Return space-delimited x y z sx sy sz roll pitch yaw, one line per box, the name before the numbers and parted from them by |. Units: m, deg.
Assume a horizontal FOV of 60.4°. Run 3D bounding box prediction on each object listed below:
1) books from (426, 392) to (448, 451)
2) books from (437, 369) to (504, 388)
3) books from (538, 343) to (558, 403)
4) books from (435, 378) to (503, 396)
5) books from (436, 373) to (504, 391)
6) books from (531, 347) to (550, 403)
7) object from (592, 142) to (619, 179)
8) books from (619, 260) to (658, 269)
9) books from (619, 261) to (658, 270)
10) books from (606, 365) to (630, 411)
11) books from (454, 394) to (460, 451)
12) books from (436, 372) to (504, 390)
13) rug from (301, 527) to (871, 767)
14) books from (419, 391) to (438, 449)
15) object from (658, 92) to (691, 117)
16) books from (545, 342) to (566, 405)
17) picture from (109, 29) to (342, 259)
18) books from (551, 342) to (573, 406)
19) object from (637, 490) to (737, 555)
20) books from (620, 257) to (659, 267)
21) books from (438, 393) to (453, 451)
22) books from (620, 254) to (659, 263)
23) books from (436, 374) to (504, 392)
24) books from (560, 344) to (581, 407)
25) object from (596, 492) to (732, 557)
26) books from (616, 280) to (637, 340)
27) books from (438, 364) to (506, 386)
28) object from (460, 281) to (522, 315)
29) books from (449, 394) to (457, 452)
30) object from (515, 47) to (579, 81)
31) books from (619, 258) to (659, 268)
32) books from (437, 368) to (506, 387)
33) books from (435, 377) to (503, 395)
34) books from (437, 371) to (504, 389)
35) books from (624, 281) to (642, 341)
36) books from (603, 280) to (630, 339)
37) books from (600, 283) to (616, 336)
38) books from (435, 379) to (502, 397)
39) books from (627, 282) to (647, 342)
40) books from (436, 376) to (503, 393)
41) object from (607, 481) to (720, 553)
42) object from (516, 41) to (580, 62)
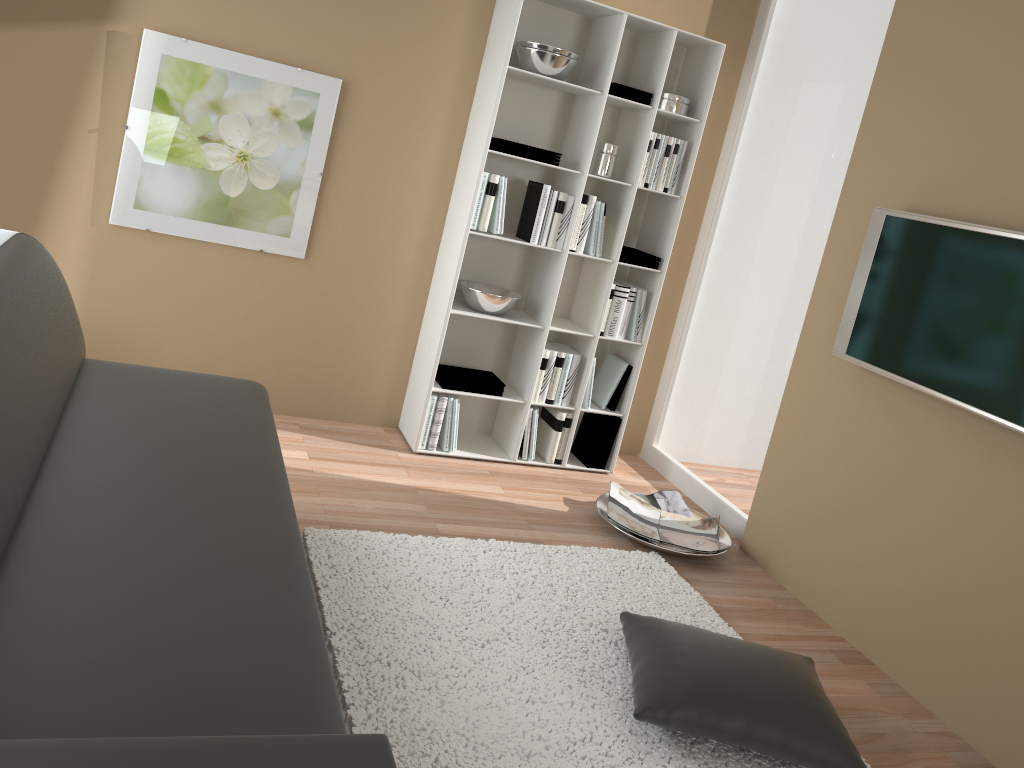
books | -0.369 0.151 4.117 0.040 0.254 0.213 11 10 -22
books | -0.206 -0.036 4.167 0.295 0.007 0.216 8 15 -22
books | 0.138 -0.063 4.265 0.040 0.254 0.213 11 10 -22
books | -0.215 0.002 4.169 0.295 0.006 0.216 8 15 -22
books | -0.208 -0.019 4.166 0.295 0.006 0.216 8 15 -22
books | 0.102 -0.066 4.243 0.040 0.254 0.213 11 10 -22
object | 0.441 -1.051 4.141 0.093 0.159 0.095 13 9 -8
books | 0.561 -0.617 4.345 0.209 0.006 0.305 8 15 -22
books | 0.559 -0.613 4.346 0.209 0.007 0.305 8 15 -22
books | 0.503 -0.009 4.438 0.043 0.234 0.216 11 10 -22
books | -0.288 0.157 4.163 0.057 0.254 0.213 11 10 -22
books | -0.208 -0.025 4.164 0.295 0.006 0.216 8 15 -20
rug | 0.258 0.901 2.294 1.439 0.044 2.081 8 15 -22
books | -0.414 0.143 4.105 0.040 0.254 0.213 11 10 -22
object | 0.757 -1.342 4.234 0.193 0.088 0.194 18 13 19
books | 0.177 -0.057 4.278 0.040 0.254 0.213 11 10 -22
picture | -1.213 -1.002 3.765 0.810 0.803 0.019 9 8 -22
books | 0.214 -0.052 4.294 0.040 0.254 0.213 11 10 -22
object | 0.677 0.594 3.779 0.340 0.095 0.513 8 14 -22
books | 0.563 -0.629 4.346 0.209 0.006 0.306 8 15 -23
books | -0.323 0.155 4.136 0.059 0.255 0.213 11 10 -22
books | 0.566 -0.644 4.341 0.209 0.006 0.305 8 15 -21
books | -0.209 -0.014 4.167 0.295 0.006 0.216 8 15 -22
books | 0.253 -0.046 4.309 0.040 0.254 0.213 11 10 -22
object | 0.632 0.612 3.736 0.583 0.062 0.599 -1 20 -46
books | 0.527 -0.371 4.350 0.040 0.254 0.213 11 10 -22
books | -0.199 -0.045 4.164 0.295 0.006 0.216 8 15 -22
object | -0.110 -0.395 4.142 0.305 0.105 0.299 22 15 32
books | -0.299 0.161 4.142 0.057 0.254 0.213 11 10 -22
object | 0.147 -1.442 4.007 0.305 0.105 0.299 22 15 32
books | 0.563 -0.623 4.345 0.209 0.006 0.305 8 15 -22
books | -0.201 -0.040 4.163 0.295 0.007 0.216 8 15 -22
books | -0.213 -0.004 4.168 0.295 0.006 0.216 8 15 -22
books | -0.207 -0.031 4.168 0.295 0.007 0.216 8 15 -22
books | 0.576 -0.363 4.365 0.059 0.255 0.213 11 10 -22
books | 0.476 -0.375 4.315 0.076 0.254 0.213 11 10 -22
books | 0.418 -0.384 4.296 0.040 0.254 0.213 11 10 -22
books | -0.216 0.007 4.168 0.295 0.007 0.216 8 15 -22
books | 0.600 -0.359 4.374 0.059 0.255 0.213 11 10 -22
books | -0.214 -0.010 4.167 0.295 0.006 0.216 8 15 -23
object | 0.639 0.581 3.747 0.501 0.095 0.348 15 13 8
object | 0.153 -1.468 4.004 0.305 0.105 0.299 22 15 32
